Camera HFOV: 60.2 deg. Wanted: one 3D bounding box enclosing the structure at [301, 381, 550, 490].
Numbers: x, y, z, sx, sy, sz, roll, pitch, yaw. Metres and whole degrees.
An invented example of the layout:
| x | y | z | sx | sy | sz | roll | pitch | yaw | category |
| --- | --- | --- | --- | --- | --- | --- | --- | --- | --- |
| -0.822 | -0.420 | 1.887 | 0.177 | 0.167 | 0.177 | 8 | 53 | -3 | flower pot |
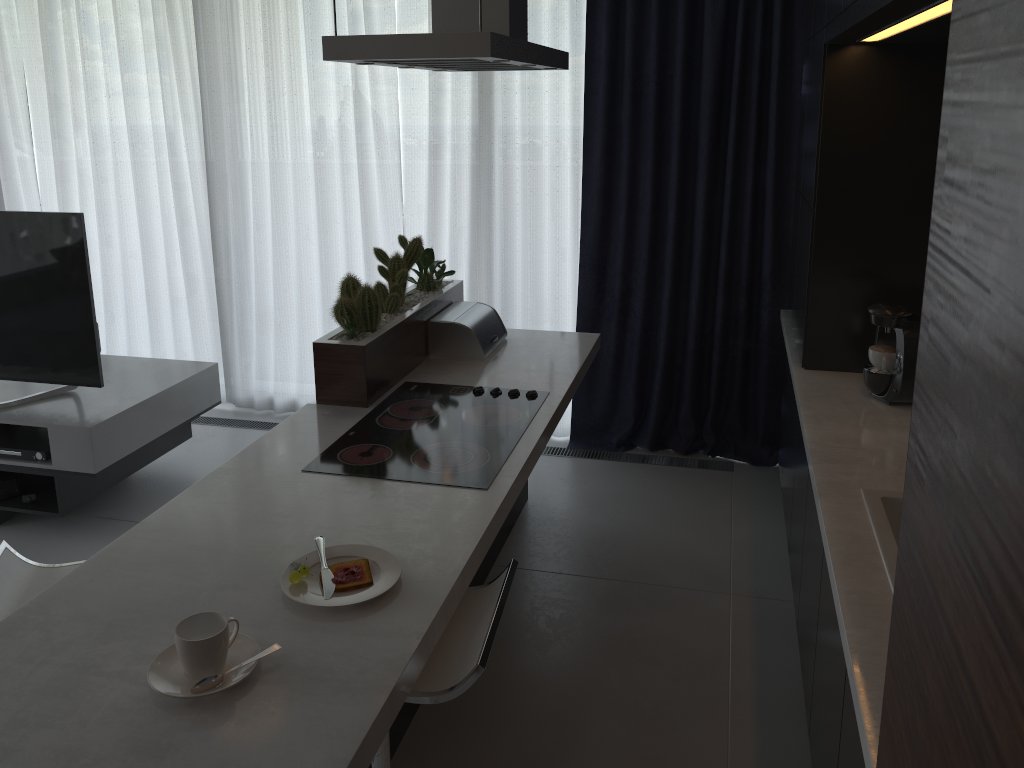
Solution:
| x | y | z | sx | sy | sz | roll | pitch | yaw | category |
| --- | --- | --- | --- | --- | --- | --- | --- | --- | --- |
| -0.212 | 0.137 | 2.605 | 0.505 | 0.056 | 0.780 | 4 | 18 | 13 | structure |

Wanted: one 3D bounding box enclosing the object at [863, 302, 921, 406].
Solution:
| x | y | z | sx | sy | sz | roll | pitch | yaw | category |
| --- | --- | --- | --- | --- | --- | --- | --- | --- | --- |
| 1.253 | -0.102 | 2.785 | 0.269 | 0.305 | 0.219 | -1 | 15 | -1 | object |

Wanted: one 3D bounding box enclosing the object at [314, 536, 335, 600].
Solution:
| x | y | z | sx | sy | sz | roll | pitch | yaw | category |
| --- | --- | --- | --- | --- | --- | --- | --- | --- | --- |
| -0.381 | 0.369 | 1.801 | 0.026 | 0.008 | 0.254 | -6 | 19 | -16 | object |

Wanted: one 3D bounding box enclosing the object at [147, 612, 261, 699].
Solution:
| x | y | z | sx | sy | sz | roll | pitch | yaw | category |
| --- | --- | --- | --- | --- | --- | --- | --- | --- | --- |
| -0.519 | 0.446 | 1.488 | 0.182 | 0.085 | 0.186 | -3 | 17 | -9 | object |

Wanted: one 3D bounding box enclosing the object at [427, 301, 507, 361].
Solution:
| x | y | z | sx | sy | sz | roll | pitch | yaw | category |
| --- | --- | --- | --- | --- | --- | --- | --- | --- | --- |
| -0.165 | -0.210 | 3.419 | 0.222 | 0.142 | 0.351 | 4 | 18 | 13 | object |

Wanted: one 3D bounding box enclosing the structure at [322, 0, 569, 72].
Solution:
| x | y | z | sx | sy | sz | roll | pitch | yaw | category |
| --- | --- | --- | --- | --- | --- | --- | --- | --- | --- |
| -0.144 | -1.328 | 2.607 | 0.447 | 0.743 | 1.066 | 3 | 17 | 14 | structure |

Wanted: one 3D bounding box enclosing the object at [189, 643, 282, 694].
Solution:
| x | y | z | sx | sy | sz | roll | pitch | yaw | category |
| --- | --- | --- | --- | --- | --- | --- | --- | --- | --- |
| -0.463 | 0.478 | 1.479 | 0.036 | 0.012 | 0.168 | 13 | 22 | 37 | object |

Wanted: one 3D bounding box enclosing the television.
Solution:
| x | y | z | sx | sy | sz | roll | pitch | yaw | category |
| --- | --- | --- | --- | --- | --- | --- | --- | --- | --- |
| -2.236 | -0.329 | 3.637 | 1.231 | 0.770 | 0.303 | 4 | 15 | 14 | television |

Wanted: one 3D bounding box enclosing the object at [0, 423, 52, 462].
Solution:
| x | y | z | sx | sy | sz | roll | pitch | yaw | category |
| --- | --- | --- | --- | --- | --- | --- | --- | --- | --- |
| -1.978 | 0.223 | 3.636 | 0.431 | 0.052 | 0.343 | 4 | 18 | 14 | object |

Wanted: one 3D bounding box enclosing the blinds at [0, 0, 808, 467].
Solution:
| x | y | z | sx | sy | sz | roll | pitch | yaw | category |
| --- | --- | --- | --- | --- | --- | --- | --- | --- | --- |
| -2.500 | -0.146 | 1.521 | 5.808 | 2.714 | 7.285 | 5 | 18 | 17 | blinds |

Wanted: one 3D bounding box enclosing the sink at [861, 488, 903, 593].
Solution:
| x | y | z | sx | sy | sz | roll | pitch | yaw | category |
| --- | --- | --- | --- | --- | --- | --- | --- | --- | --- |
| 0.996 | 0.373 | 1.698 | 0.504 | 0.482 | 0.872 | 3 | 17 | 13 | sink |

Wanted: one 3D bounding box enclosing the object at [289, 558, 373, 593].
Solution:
| x | y | z | sx | sy | sz | roll | pitch | yaw | category |
| --- | --- | --- | --- | --- | --- | --- | --- | --- | --- |
| 0.431 | 0.182 | 2.057 | 1.884 | 0.217 | 0.142 | -7 | 16 | -20 | object |

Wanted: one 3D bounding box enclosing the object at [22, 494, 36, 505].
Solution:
| x | y | z | sx | sy | sz | roll | pitch | yaw | category |
| --- | --- | --- | --- | --- | --- | --- | --- | --- | --- |
| -1.935 | 0.463 | 3.549 | 0.044 | 0.042 | 0.044 | 4 | 16 | 14 | object |

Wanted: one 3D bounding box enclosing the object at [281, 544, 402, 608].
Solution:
| x | y | z | sx | sy | sz | roll | pitch | yaw | category |
| --- | --- | --- | --- | --- | --- | --- | --- | --- | --- |
| -0.341 | 0.388 | 1.773 | 0.239 | 0.019 | 0.243 | -5 | 18 | -13 | object |

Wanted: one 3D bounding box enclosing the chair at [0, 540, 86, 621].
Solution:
| x | y | z | sx | sy | sz | roll | pitch | yaw | category |
| --- | --- | --- | --- | --- | --- | --- | --- | --- | --- |
| -0.928 | 0.735 | 2.026 | 0.464 | 0.694 | 0.404 | -4 | 15 | -13 | chair |

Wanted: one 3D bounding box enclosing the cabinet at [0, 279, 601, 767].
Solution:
| x | y | z | sx | sy | sz | roll | pitch | yaw | category |
| --- | --- | --- | --- | --- | --- | --- | --- | --- | --- |
| -0.425 | -0.215 | 2.032 | 0.787 | 2.497 | 3.406 | 3 | 17 | 14 | cabinet |

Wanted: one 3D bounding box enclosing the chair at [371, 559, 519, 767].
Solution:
| x | y | z | sx | sy | sz | roll | pitch | yaw | category |
| --- | --- | --- | --- | --- | --- | --- | --- | --- | --- |
| -0.244 | 0.778 | 1.825 | 0.464 | 0.725 | 0.404 | 2 | 15 | 9 | chair |

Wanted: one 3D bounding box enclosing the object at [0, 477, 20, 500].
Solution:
| x | y | z | sx | sy | sz | roll | pitch | yaw | category |
| --- | --- | --- | --- | --- | --- | --- | --- | --- | --- |
| -2.127 | 0.415 | 3.652 | 0.186 | 0.077 | 0.118 | 16 | 23 | 42 | object |

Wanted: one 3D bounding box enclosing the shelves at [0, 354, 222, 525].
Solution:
| x | y | z | sx | sy | sz | roll | pitch | yaw | category |
| --- | --- | --- | --- | --- | --- | --- | --- | --- | --- |
| -2.628 | 0.191 | 4.086 | 2.351 | 0.489 | 0.892 | 4 | 17 | 14 | shelves |

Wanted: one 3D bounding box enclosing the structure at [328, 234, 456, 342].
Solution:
| x | y | z | sx | sy | sz | roll | pitch | yaw | category |
| --- | --- | --- | --- | --- | --- | --- | --- | --- | --- |
| -0.422 | -0.399 | 3.210 | 0.223 | 0.280 | 1.021 | 4 | 18 | 16 | structure |

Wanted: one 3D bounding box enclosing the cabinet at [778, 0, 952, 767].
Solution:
| x | y | z | sx | sy | sz | roll | pitch | yaw | category |
| --- | --- | --- | --- | --- | --- | --- | --- | --- | --- |
| 1.139 | -0.274 | 2.172 | 0.706 | 2.499 | 3.553 | 3 | 17 | 14 | cabinet |
